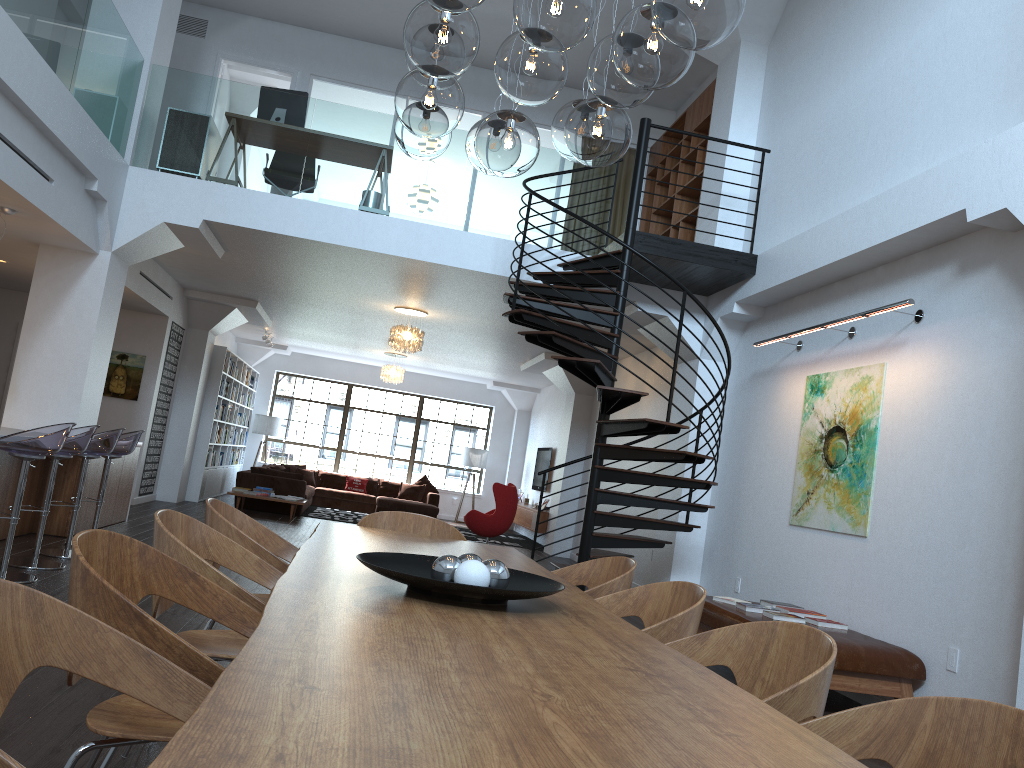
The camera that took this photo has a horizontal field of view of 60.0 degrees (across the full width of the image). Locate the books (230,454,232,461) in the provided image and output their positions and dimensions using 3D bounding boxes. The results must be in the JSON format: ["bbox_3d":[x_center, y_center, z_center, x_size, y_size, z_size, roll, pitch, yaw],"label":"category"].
[{"bbox_3d":[-5.243,1.367,16.279,0.161,0.223,0.026,10,-6,-9],"label":"books"}]

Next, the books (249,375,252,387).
[{"bbox_3d":[-5.171,-0.064,17.235,0.183,0.253,0.042,10,-6,-9],"label":"books"}]

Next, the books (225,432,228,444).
[{"bbox_3d":[-5.035,0.920,15.389,0.161,0.223,0.027,10,-6,-9],"label":"books"}]

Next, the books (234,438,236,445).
[{"bbox_3d":[-5.217,0.971,16.460,0.176,0.293,0.125,10,-6,-9],"label":"books"}]

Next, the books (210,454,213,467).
[{"bbox_3d":[-4.903,1.213,14.243,0.161,0.223,0.030,10,-6,-9],"label":"books"}]

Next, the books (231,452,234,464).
[{"bbox_3d":[-5.295,1.375,16.512,0.174,0.240,0.045,10,-6,-9],"label":"books"}]

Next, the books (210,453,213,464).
[{"bbox_3d":[-4.901,1.201,14.211,0.161,0.223,0.033,10,-6,-9],"label":"books"}]

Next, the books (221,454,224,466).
[{"bbox_3d":[-5.101,1.306,15.398,0.146,0.202,0.027,10,-6,-9],"label":"books"}]

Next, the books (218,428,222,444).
[{"bbox_3d":[-4.902,0.843,14.614,0.183,0.253,0.034,10,-6,-9],"label":"books"}]

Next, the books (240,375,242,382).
[{"bbox_3d":[-4.933,-0.160,15.874,0.174,0.236,0.136,10,-6,-9],"label":"books"}]

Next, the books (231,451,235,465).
[{"bbox_3d":[-5.290,1.373,16.553,0.183,0.253,0.034,10,-6,-9],"label":"books"}]

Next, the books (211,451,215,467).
[{"bbox_3d":[-4.925,1.201,14.352,0.171,0.246,0.039,10,-6,-9],"label":"books"}]

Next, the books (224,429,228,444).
[{"bbox_3d":[-5.003,0.894,15.243,0.183,0.253,0.034,10,-6,-9],"label":"books"}]

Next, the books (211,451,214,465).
[{"bbox_3d":[-4.916,1.190,14.280,0.183,0.253,0.042,10,-6,-9],"label":"books"}]

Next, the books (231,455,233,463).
[{"bbox_3d":[-5.264,1.360,16.394,0.183,0.253,0.034,10,-6,-9],"label":"books"}]

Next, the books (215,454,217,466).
[{"bbox_3d":[-4.973,1.246,14.658,0.161,0.207,0.135,10,-6,-9],"label":"books"}]

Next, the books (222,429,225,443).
[{"bbox_3d":[-4.966,0.856,15.010,0.176,0.290,0.053,10,-6,-9],"label":"books"}]

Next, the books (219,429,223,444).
[{"bbox_3d":[-4.925,0.853,14.748,0.183,0.253,0.034,10,-6,-9],"label":"books"}]

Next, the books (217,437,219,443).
[{"bbox_3d":[-4.899,0.848,14.545,0.168,0.231,0.037,10,-6,-9],"label":"books"}]

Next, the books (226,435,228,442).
[{"bbox_3d":[-5.053,0.916,15.456,0.174,0.240,0.045,10,-6,-9],"label":"books"}]

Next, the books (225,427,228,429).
[{"bbox_3d":[-5.015,0.877,15.278,0.176,0.290,0.036,10,-6,-9],"label":"books"}]

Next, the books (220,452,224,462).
[{"bbox_3d":[-5.117,1.298,15.483,0.140,0.231,0.042,10,-6,-9],"label":"books"}]

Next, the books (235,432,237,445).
[{"bbox_3d":[-5.230,1.002,16.545,0.174,0.242,0.105,10,-6,-9],"label":"books"}]

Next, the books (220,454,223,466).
[{"bbox_3d":[-5.083,1.301,15.318,0.146,0.202,0.027,10,-6,-9],"label":"books"}]

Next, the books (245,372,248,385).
[{"bbox_3d":[-5.055,-0.108,16.604,0.171,0.246,0.057,10,-6,-9],"label":"books"}]

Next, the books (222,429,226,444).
[{"bbox_3d":[-4.976,0.878,15.051,0.183,0.253,0.034,10,-6,-9],"label":"books"}]

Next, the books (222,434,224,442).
[{"bbox_3d":[-4.956,0.888,14.969,0.161,0.223,0.026,10,-6,-9],"label":"books"}]

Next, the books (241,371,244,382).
[{"bbox_3d":[-4.956,-0.140,16.037,0.161,0.223,0.032,10,-6,-9],"label":"books"}]

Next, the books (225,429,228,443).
[{"bbox_3d":[-5.024,0.897,15.324,0.180,0.259,0.060,10,-6,-9],"label":"books"}]

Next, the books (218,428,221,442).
[{"bbox_3d":[-4.901,0.840,14.581,0.183,0.253,0.034,10,-6,-9],"label":"books"}]

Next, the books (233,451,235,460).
[{"bbox_3d":[-5.311,1.375,16.633,0.180,0.259,0.060,10,-6,-9],"label":"books"}]

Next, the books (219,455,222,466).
[{"bbox_3d":[-5.071,1.305,15.230,0.128,0.178,0.021,10,-6,-9],"label":"books"}]

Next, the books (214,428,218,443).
[{"bbox_3d":[-4.853,0.821,14.294,0.171,0.246,0.057,10,-6,-9],"label":"books"}]

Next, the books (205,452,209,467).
[{"bbox_3d":[-4.814,1.156,13.736,0.174,0.240,0.054,10,-6,-9],"label":"books"}]

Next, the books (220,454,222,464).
[{"bbox_3d":[-5.077,1.301,15.259,0.139,0.191,0.036,10,-6,-9],"label":"books"}]

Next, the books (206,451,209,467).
[{"bbox_3d":[-4.842,1.157,13.845,0.183,0.253,0.042,10,-6,-9],"label":"books"}]

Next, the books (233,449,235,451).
[{"bbox_3d":[-5.302,1.356,16.588,0.176,0.290,0.036,10,-6,-9],"label":"books"}]

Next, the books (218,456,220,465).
[{"bbox_3d":[-5.047,1.302,15.104,0.120,0.167,0.020,10,-6,-9],"label":"books"}]

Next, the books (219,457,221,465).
[{"bbox_3d":[-5.067,1.306,15.203,0.126,0.173,0.032,10,-6,-9],"label":"books"}]

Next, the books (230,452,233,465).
[{"bbox_3d":[-5.263,1.357,16.361,0.183,0.253,0.034,10,-6,-9],"label":"books"}]

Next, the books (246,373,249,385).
[{"bbox_3d":[-5.070,-0.105,16.685,0.183,0.253,0.034,10,-6,-9],"label":"books"}]

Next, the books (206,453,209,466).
[{"bbox_3d":[-4.824,1.171,13.810,0.161,0.223,0.032,10,-6,-9],"label":"books"}]

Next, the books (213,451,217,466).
[{"bbox_3d":[-4.952,1.210,14.515,0.183,0.253,0.042,10,-6,-9],"label":"books"}]

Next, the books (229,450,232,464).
[{"bbox_3d":[-5.243,1.328,16.210,0.198,0.284,0.066,10,-6,-9],"label":"books"}]

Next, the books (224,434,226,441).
[{"bbox_3d":[-5.008,0.896,15.202,0.174,0.240,0.045,10,-6,-9],"label":"books"}]

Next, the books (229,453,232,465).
[{"bbox_3d":[-5.239,1.351,16.255,0.160,0.250,0.026,10,-6,-9],"label":"books"}]

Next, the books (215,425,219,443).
[{"bbox_3d":[-4.866,0.805,14.377,0.176,0.290,0.053,10,-6,-9],"label":"books"}]

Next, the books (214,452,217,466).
[{"bbox_3d":[-4.969,1.226,14.602,0.174,0.236,0.142,10,-6,-9],"label":"books"}]

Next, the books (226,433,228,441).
[{"bbox_3d":[-5.046,0.906,15.419,0.183,0.253,0.034,10,-6,-9],"label":"books"}]

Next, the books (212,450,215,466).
[{"bbox_3d":[-4.942,1.200,14.429,0.180,0.259,0.042,10,-6,-9],"label":"books"}]

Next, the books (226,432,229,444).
[{"bbox_3d":[-5.050,0.929,15.492,0.161,0.223,0.026,10,-6,-9],"label":"books"}]

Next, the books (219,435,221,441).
[{"bbox_3d":[-4.923,0.853,14.719,0.160,0.250,0.026,10,-6,-9],"label":"books"}]

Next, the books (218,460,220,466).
[{"bbox_3d":[-5.046,1.307,15.130,0.106,0.162,0.032,10,-6,-9],"label":"books"}]

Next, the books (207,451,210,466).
[{"bbox_3d":[-4.855,1.164,13.927,0.180,0.251,0.048,10,-6,-9],"label":"books"}]

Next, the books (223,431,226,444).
[{"bbox_3d":[-4.977,0.881,15.084,0.183,0.253,0.034,10,-6,-9],"label":"books"}]

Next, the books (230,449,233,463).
[{"bbox_3d":[-5.253,1.335,16.320,0.176,0.290,0.053,10,-6,-9],"label":"books"}]

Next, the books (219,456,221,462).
[{"bbox_3d":[-5.050,1.306,15.155,0.107,0.167,0.017,10,-6,-9],"label":"books"}]
